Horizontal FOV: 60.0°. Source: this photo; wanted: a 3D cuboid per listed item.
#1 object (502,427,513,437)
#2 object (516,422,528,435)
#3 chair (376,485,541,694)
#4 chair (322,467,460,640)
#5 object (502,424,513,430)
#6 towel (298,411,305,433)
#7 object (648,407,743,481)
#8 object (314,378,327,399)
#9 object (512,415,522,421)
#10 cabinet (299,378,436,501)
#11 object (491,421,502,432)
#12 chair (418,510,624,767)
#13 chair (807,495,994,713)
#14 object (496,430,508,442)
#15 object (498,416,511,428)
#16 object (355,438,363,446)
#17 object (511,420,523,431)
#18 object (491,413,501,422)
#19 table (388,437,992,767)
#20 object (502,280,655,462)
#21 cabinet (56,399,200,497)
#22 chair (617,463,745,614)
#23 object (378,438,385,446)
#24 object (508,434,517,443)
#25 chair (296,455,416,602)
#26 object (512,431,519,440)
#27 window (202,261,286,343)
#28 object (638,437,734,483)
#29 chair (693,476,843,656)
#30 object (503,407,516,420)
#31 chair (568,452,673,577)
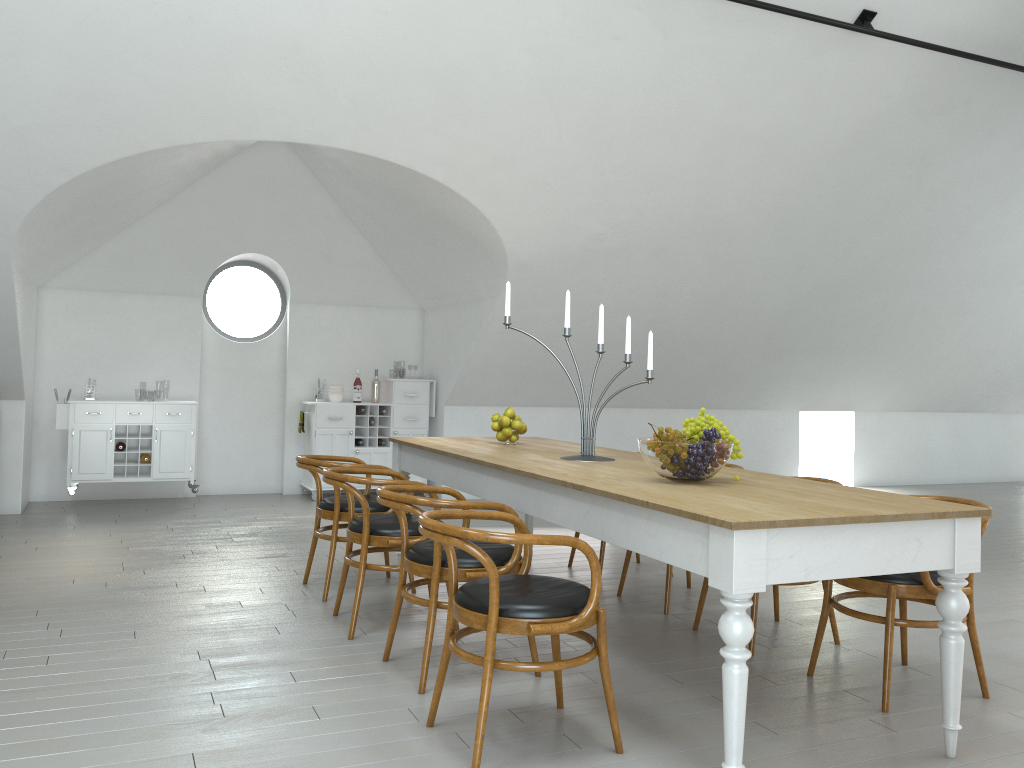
[{"bbox_3d":[-0.026,0.271,5.031,0.059,0.056,0.059,2,-1,-29],"label":"object"},{"bbox_3d":[0.054,0.255,5.098,0.070,0.072,0.071,1,-1,31],"label":"object"},{"bbox_3d":[-0.247,0.782,3.564,0.621,0.735,0.527,2,-1,-27],"label":"chair"},{"bbox_3d":[-0.598,0.771,4.204,0.621,0.735,0.527,2,-1,-21],"label":"chair"},{"bbox_3d":[-0.030,0.247,5.166,0.077,0.076,0.076,1,-1,33],"label":"object"},{"bbox_3d":[-2.017,0.365,8.491,0.049,0.204,0.150,2,-1,-23],"label":"towel"},{"bbox_3d":[0.691,0.232,3.382,0.292,0.284,0.393,1,-1,30],"label":"object"},{"bbox_3d":[-1.876,0.049,8.693,0.115,0.209,0.065,2,-1,-22],"label":"object"},{"bbox_3d":[0.029,0.210,5.119,0.058,0.057,0.053,2,-1,-9],"label":"object"},{"bbox_3d":[-1.432,0.519,8.691,1.242,1.155,0.609,2,-1,-24],"label":"cabinet"},{"bbox_3d":[-0.090,0.244,5.085,0.062,0.059,0.062,2,-1,-20],"label":"object"},{"bbox_3d":[-0.007,0.791,2.877,0.621,0.735,0.527,2,-1,-24],"label":"chair"},{"bbox_3d":[1.572,0.830,3.523,0.621,0.735,0.527,2,-1,-21],"label":"chair"},{"bbox_3d":[-0.054,0.295,5.100,0.078,0.074,0.080,1,-1,21],"label":"object"},{"bbox_3d":[-0.043,0.216,5.049,0.072,0.071,0.066,1,-1,35],"label":"object"},{"bbox_3d":[-1.471,0.559,8.617,0.156,0.085,0.331,2,0,-23],"label":"object"},{"bbox_3d":[0.029,0.235,5.042,0.071,0.064,0.072,2,-1,-31],"label":"object"},{"bbox_3d":[-0.091,0.199,5.121,0.062,0.059,0.062,2,-1,-23],"label":"object"},{"bbox_3d":[0.373,0.761,4.132,1.018,0.799,3.348,2,0,-24],"label":"table"},{"bbox_3d":[0.318,-0.076,4.303,0.775,0.876,0.265,1,-1,40],"label":"object"},{"bbox_3d":[-3.300,0.541,7.652,1.134,0.790,0.496,2,-1,-24],"label":"cabinet"},{"bbox_3d":[0.958,0.809,4.842,0.621,0.735,0.527,2,-1,-29],"label":"chair"},{"bbox_3d":[-1.310,0.566,8.681,0.081,0.081,0.358,2,0,-26],"label":"object"},{"bbox_3d":[0.004,0.311,5.065,0.049,0.050,0.051,2,-1,-20],"label":"object"},{"bbox_3d":[-0.883,0.761,4.869,0.621,0.735,0.527,2,-1,-27],"label":"chair"},{"bbox_3d":[0.011,0.303,5.135,0.063,0.063,0.064,2,-1,-13],"label":"object"},{"bbox_3d":[-2.628,-0.804,8.695,0.899,0.900,0.060,2,-1,-24],"label":"window"},{"bbox_3d":[0.660,0.294,3.383,0.360,0.160,0.360,2,0,-44],"label":"object"},{"bbox_3d":[1.240,0.819,4.170,0.621,0.735,0.527,2,-1,-24],"label":"chair"},{"bbox_3d":[-0.015,0.169,5.092,0.072,0.074,0.072,2,-1,-24],"label":"object"},{"bbox_3d":[0.727,0.801,5.530,0.621,0.735,0.527,2,-1,-21],"label":"chair"}]
